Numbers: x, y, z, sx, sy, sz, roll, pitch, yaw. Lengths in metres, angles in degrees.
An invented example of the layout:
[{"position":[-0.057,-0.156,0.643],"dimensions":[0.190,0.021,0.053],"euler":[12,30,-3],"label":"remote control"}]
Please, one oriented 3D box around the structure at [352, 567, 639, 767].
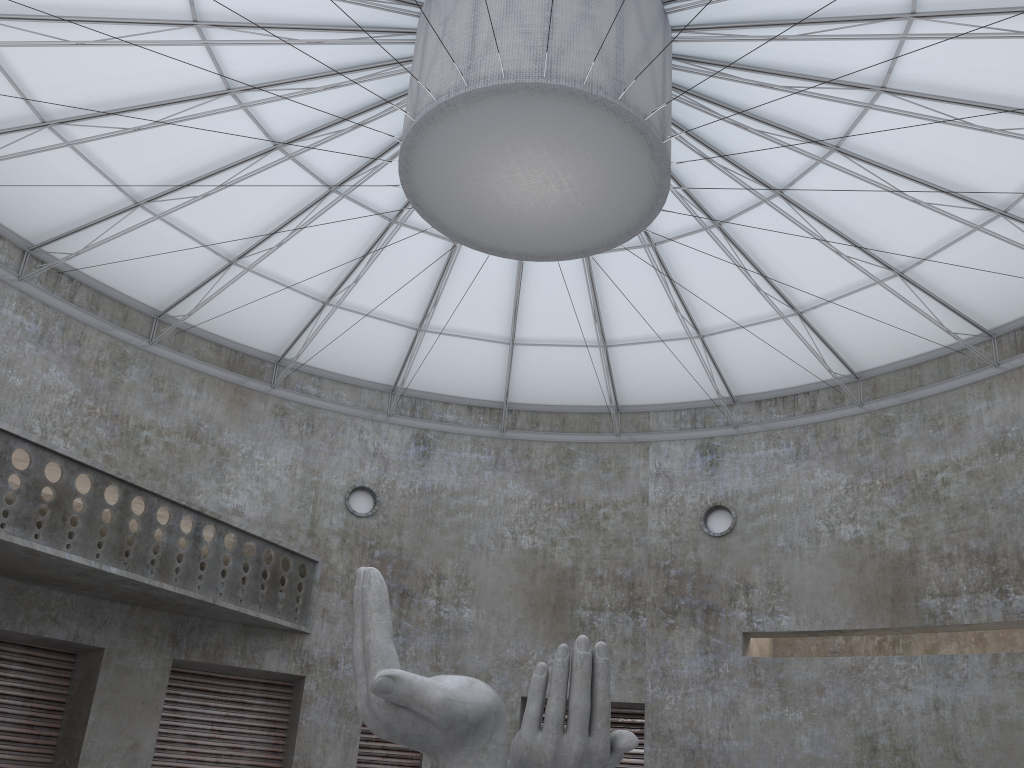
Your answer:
[{"position":[1.661,6.270,16.475],"dimensions":[10.755,5.608,15.867],"euler":[11,-25,-14],"label":"structure"}]
